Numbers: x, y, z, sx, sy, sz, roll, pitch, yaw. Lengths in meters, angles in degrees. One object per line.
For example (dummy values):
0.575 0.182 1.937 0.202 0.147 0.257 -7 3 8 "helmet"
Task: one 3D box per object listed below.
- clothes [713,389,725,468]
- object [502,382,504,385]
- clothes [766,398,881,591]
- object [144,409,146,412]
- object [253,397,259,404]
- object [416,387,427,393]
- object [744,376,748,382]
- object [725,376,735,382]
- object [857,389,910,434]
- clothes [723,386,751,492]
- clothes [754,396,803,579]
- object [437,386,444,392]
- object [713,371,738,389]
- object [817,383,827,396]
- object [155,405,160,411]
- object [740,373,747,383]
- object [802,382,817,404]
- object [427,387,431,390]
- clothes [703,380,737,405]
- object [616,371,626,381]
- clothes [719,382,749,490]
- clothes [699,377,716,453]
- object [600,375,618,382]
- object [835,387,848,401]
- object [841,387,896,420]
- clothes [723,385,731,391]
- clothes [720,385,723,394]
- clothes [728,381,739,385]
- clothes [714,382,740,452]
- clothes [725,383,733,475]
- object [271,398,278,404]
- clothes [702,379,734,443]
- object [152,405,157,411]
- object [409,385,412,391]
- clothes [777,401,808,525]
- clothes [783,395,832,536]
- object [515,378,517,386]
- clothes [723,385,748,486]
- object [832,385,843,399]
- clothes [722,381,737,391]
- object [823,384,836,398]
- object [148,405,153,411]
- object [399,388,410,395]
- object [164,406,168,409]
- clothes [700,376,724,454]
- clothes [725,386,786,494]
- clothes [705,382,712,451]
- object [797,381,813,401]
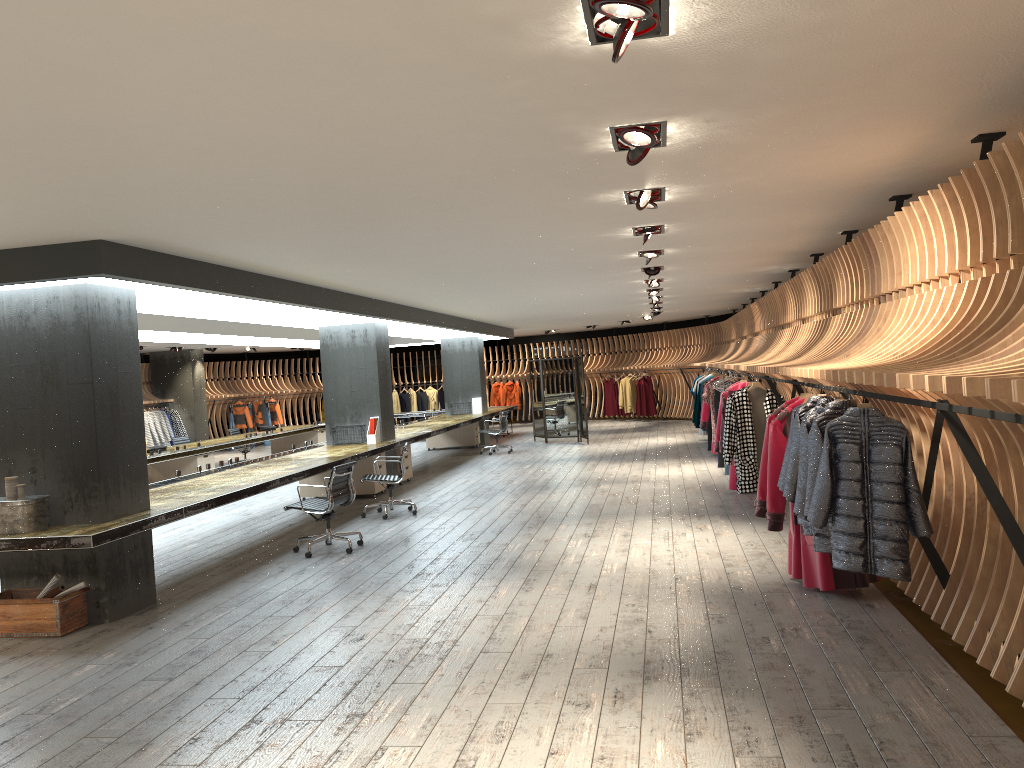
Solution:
3.324 0.681 13.307 0.539 1.353 0.087 -4 0 9 "clothes"
-0.304 -0.021 27.928 0.012 0.270 0.525 -4 1 15 "object"
2.146 0.745 6.010 0.839 1.317 0.318 -4 0 17 "clothes"
-8.739 0.674 21.100 0.517 0.313 0.012 -4 0 10 "object"
-7.339 0.500 25.452 0.525 0.270 0.012 -4 0 30 "object"
-2.900 0.156 28.078 0.525 0.270 0.012 -4 0 35 "object"
2.900 -0.005 11.058 0.525 0.270 0.012 -4 0 30 "object"
3.295 -0.069 13.515 0.012 0.270 0.525 -4 0 -40 "object"
1.783 0.140 4.478 0.010 0.226 0.440 -4 0 -40 "object"
2.699 0.593 9.712 0.772 1.161 0.191 -4 0 10 "clothes"
2.122 0.738 6.296 0.839 1.312 0.321 -4 0 39 "clothes"
-2.217 0.105 28.142 0.012 0.270 0.525 -4 0 35 "object"
3.268 -0.064 13.304 0.525 0.270 0.012 -4 0 10 "object"
1.976 0.107 5.638 0.010 0.226 0.440 -4 0 -30 "object"
-8.692 0.642 21.741 0.525 0.270 0.012 -4 0 10 "object"
2.812 0.005 10.747 0.525 0.270 0.012 -3 0 40 "object"
2.063 0.130 6.039 0.523 0.291 0.015 -4 0 20 "object"
-2.594 0.133 28.124 0.525 0.270 0.012 -4 0 35 "object"
3.446 0.423 14.227 0.760 1.020 0.188 -4 0 10 "clothes"
3.208 -0.230 25.557 0.525 0.270 0.012 -4 0 -25 "object"
2.877 0.626 10.756 0.839 1.312 0.321 -4 0 39 "clothes"
3.614 0.510 15.122 0.839 1.312 0.321 -4 0 9 "clothes"
2.827 -0.209 25.990 0.525 0.270 0.012 -4 0 10 "object"
1.848 0.129 4.960 0.440 0.226 0.010 -4 0 35 "object"
1.858 0.137 4.836 0.438 0.244 0.010 -4 0 10 "object"
3.070 0.387 12.189 0.278 0.767 0.263 -4 0 17 "clothes"
3.218 0.577 13.009 0.278 1.141 0.172 -4 0 17 "clothes"
3.210 0.600 12.608 0.277 1.292 0.316 -4 0 -27 "clothes"
2.924 0.619 11.041 0.839 1.312 0.321 -4 0 29 "clothes"
3.138 0.727 12.474 0.373 1.536 0.312 -4 0 21 "clothes"
-7.006 0.469 25.879 0.525 0.270 0.012 -3 0 40 "object"
3.394 0.427 14.010 0.760 1.030 0.179 -4 0 -5 "clothes"
-8.666 0.663 21.534 0.517 0.313 0.012 -4 0 10 "object"
-3.203 0.179 28.045 0.012 0.270 0.525 -4 0 -35 "object"
1.971 0.499 5.646 0.166 0.854 0.745 -4 0 -36 "clothes"
1.897 0.494 5.374 0.501 0.854 0.245 -4 0 -6 "clothes"
0.150 -0.051 27.772 0.012 0.270 0.525 -4 1 -10 "object"
2.735 0.587 10.003 0.772 1.161 0.191 -4 0 30 "clothes"
1.904 0.125 5.110 0.438 0.242 0.016 -4 0 35 "object"
3.205 0.712 12.758 0.277 1.543 0.316 -4 0 8 "clothes"
1.938 0.112 5.404 0.440 0.226 0.010 -4 0 0 "object"
-8.696 0.667 21.358 0.517 0.313 0.012 -4 0 10 "object"
-3.396 0.192 27.998 0.525 0.270 0.012 -3 0 45 "object"
-8.581 0.658 22.074 0.517 0.313 0.012 -4 0 10 "object"
3.564 0.517 14.836 0.839 1.312 0.321 -4 0 19 "clothes"
2.649 0.600 9.494 0.773 1.161 0.191 -4 0 0 "clothes"
3.737 0.617 15.871 0.539 1.353 0.087 -4 0 14 "clothes"
2.101 0.114 6.310 0.525 0.270 0.012 -3 0 40 "object"
